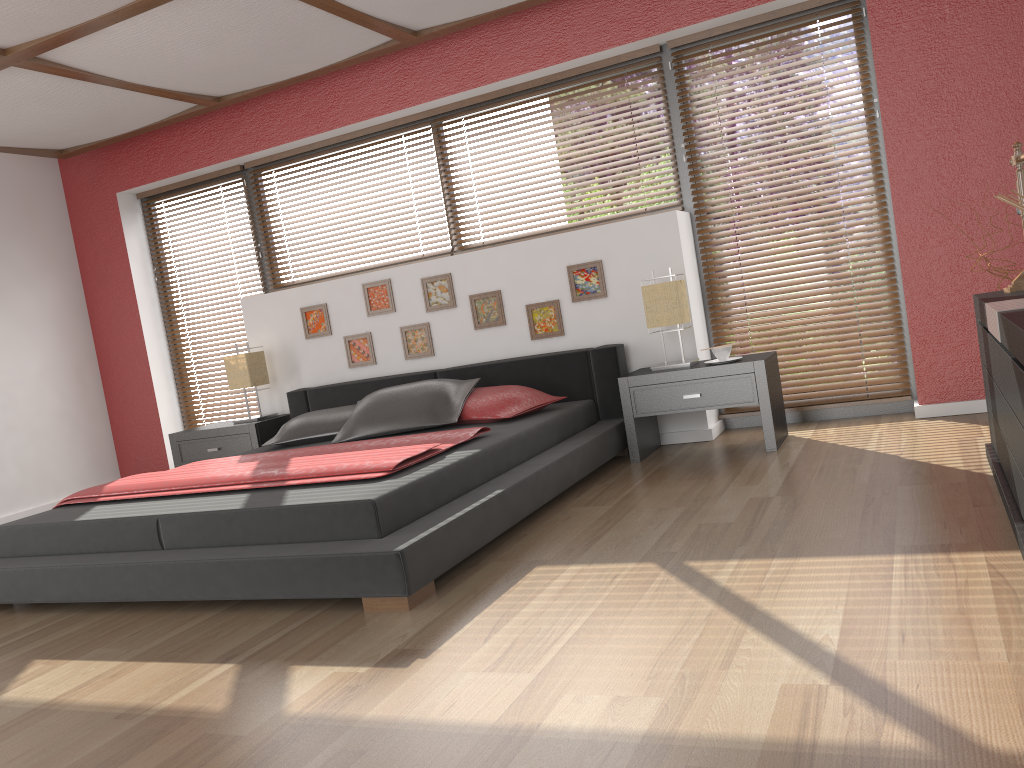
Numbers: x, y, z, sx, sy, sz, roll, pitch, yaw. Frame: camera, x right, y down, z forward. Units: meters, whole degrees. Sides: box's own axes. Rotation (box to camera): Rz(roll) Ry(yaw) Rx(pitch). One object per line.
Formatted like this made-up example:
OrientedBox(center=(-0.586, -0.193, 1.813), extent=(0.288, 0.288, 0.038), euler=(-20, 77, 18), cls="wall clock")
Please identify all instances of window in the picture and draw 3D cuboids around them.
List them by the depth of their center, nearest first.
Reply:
OrientedBox(center=(1.447, -0.899, 4.636), extent=(0.889, 1.893, 0.020), euler=(-7, 5, 25), cls="window")
OrientedBox(center=(-0.391, -1.207, 5.423), extent=(2.817, 0.786, 0.020), euler=(-7, 5, 25), cls="window")
OrientedBox(center=(-2.057, -0.446, 6.290), extent=(0.889, 1.893, 0.020), euler=(-7, 5, 25), cls="window")

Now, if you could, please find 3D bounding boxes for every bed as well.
OrientedBox(center=(-0.946, 0.360, 4.135), extent=(2.469, 0.577, 2.413), euler=(-7, 5, 25), cls="bed")

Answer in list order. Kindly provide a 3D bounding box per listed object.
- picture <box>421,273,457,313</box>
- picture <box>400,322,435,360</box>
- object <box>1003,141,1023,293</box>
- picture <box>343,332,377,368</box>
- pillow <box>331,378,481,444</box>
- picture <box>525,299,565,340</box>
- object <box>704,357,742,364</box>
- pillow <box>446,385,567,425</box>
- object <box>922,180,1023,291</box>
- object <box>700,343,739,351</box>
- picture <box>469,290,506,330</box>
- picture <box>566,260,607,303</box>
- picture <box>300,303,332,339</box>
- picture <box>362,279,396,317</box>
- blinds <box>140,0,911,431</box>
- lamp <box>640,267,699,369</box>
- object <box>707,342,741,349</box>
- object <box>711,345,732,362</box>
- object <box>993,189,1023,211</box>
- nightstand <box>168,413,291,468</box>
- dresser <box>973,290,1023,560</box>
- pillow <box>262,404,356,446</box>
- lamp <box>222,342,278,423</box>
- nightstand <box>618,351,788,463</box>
OrientedBox(center=(-0.427, -0.529, 5.147), extent=(0.200, 0.200, 0.010), euler=(-7, 5, 25), cls="picture")
OrientedBox(center=(-0.562, -0.252, 5.250), extent=(0.200, 0.200, 0.010), euler=(-7, 5, 25), cls="picture")
OrientedBox(center=(1.698, -0.549, 2.799), extent=(0.173, 0.498, 0.490), euler=(-9, 4, 10), cls="object")
OrientedBox(center=(-0.931, -0.206, 5.424), extent=(0.200, 0.200, 0.010), euler=(-7, 5, 25), cls="picture")
OrientedBox(center=(-0.557, 0.122, 4.565), extent=(0.744, 0.241, 0.386), euler=(-8, 4, 21), cls="pillow")
OrientedBox(center=(0.182, -0.353, 4.898), extent=(0.200, 0.200, 0.010), euler=(-7, 5, 25), cls="picture")
OrientedBox(center=(1.008, -0.110, 4.227), extent=(0.179, 0.012, 0.179), euler=(-13, 5, -40), cls="object")
OrientedBox(center=(-0.133, 0.108, 4.526), extent=(0.745, 0.172, 0.418), euler=(-5, 6, 44), cls="pillow")
OrientedBox(center=(1.996, -0.322, 3.676), extent=(0.422, 1.035, 0.364), euler=(-9, 4, 0), cls="object")
OrientedBox(center=(0.986, -0.177, 4.209), extent=(0.192, 0.007, 0.007), euler=(-10, 4, -5), cls="object")
OrientedBox(center=(-0.140, -0.419, 5.034), extent=(0.200, 0.200, 0.010), euler=(-7, 5, 25), cls="picture")
OrientedBox(center=(0.402, -0.551, 4.769), extent=(0.200, 0.200, 0.010), euler=(-7, 5, 25), cls="picture")
OrientedBox(center=(-1.222, -0.390, 5.528), extent=(0.200, 0.200, 0.010), euler=(-7, 5, 25), cls="picture")
OrientedBox(center=(-0.799, -0.517, 5.318), extent=(0.200, 0.200, 0.010), euler=(-7, 5, 25), cls="picture")
OrientedBox(center=(-0.329, -0.628, 5.405), extent=(4.840, 1.952, 0.032), euler=(-7, 5, 25), cls="blinds")
OrientedBox(center=(0.775, -0.333, 4.405), extent=(0.200, 0.480, 0.200), euler=(-7, 5, 25), cls="lamp")
OrientedBox(center=(1.003, -0.181, 4.225), extent=(0.192, 0.007, 0.007), euler=(-10, 4, -10), cls="object")
OrientedBox(center=(1.003, -0.142, 4.225), extent=(0.099, 0.069, 0.099), euler=(-13, 5, -40), cls="object")
OrientedBox(center=(1.298, -0.305, 1.855), extent=(0.481, 0.282, 0.481), euler=(-10, 4, -9), cls="object")
OrientedBox(center=(-1.733, 0.458, 5.614), extent=(0.700, 0.423, 0.413), euler=(-7, 5, 25), cls="nightstand")
OrientedBox(center=(1.603, 0.056, 2.378), extent=(0.540, 0.608, 1.740), euler=(-7, 5, 25), cls="dresser")
OrientedBox(center=(-0.974, 0.221, 4.864), extent=(0.745, 0.172, 0.418), euler=(-9, 4, 0), cls="pillow")
OrientedBox(center=(-1.648, -0.020, 5.549), extent=(0.200, 0.480, 0.200), euler=(-7, 5, 25), cls="lamp")
OrientedBox(center=(0.940, 0.113, 4.352), extent=(0.700, 0.423, 0.413), euler=(-7, 5, 25), cls="nightstand")
